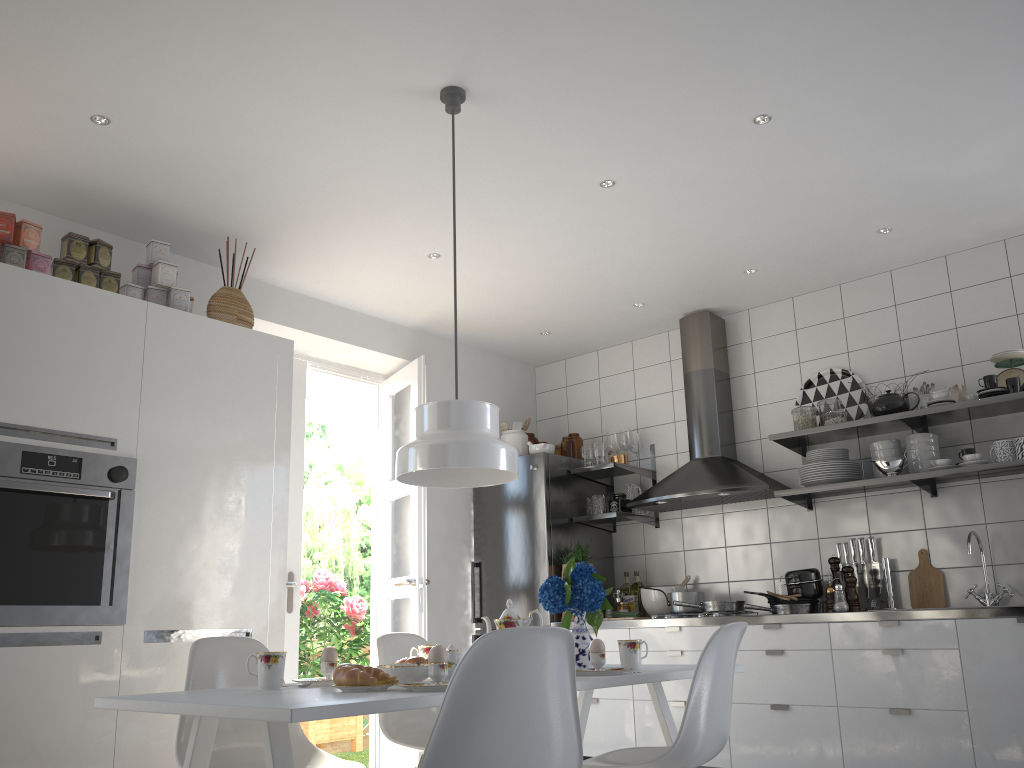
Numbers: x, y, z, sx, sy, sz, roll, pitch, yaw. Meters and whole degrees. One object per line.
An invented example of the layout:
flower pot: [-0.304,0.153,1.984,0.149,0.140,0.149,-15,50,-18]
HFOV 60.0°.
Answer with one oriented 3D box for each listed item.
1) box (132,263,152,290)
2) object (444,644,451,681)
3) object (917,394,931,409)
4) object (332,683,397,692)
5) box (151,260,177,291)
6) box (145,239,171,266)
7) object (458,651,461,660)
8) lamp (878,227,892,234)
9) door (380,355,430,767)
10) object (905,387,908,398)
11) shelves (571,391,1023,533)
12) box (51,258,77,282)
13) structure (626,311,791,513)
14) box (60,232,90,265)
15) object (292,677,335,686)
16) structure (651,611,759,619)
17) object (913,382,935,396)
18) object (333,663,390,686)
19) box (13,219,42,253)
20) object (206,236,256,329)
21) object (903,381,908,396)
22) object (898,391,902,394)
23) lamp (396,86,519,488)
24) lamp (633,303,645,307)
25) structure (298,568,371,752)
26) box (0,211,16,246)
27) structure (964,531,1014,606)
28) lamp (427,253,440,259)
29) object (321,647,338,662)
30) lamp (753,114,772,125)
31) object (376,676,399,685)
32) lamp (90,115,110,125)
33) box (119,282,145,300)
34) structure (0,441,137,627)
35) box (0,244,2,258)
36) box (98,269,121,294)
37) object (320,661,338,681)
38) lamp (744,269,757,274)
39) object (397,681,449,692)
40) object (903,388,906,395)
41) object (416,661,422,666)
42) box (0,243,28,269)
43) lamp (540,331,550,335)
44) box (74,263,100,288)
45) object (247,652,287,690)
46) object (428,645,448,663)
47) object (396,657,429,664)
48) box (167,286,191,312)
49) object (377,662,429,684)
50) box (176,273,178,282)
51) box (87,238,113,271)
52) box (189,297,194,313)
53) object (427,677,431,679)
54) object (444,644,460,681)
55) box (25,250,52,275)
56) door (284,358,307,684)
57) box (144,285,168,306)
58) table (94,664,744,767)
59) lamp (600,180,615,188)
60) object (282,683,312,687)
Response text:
box: [-1.539,-0.433,3.701,0.081,0.110,0.081,10,-18,-38]
object: [-0.165,0.759,2.407,0.069,0.101,0.065,-14,-19,39]
object: [2.008,0.118,4.281,0.084,0.129,0.084,-6,-15,18]
object: [-0.359,0.739,2.157,0.158,0.015,0.159,-4,-16,10]
box: [-1.442,-0.444,3.671,0.081,0.110,0.081,12,-20,-43]
box: [-1.491,-0.538,3.729,0.081,0.110,0.081,10,-18,-38]
object: [-0.157,0.809,2.551,0.187,0.083,0.141,-14,-20,39]
lamp: [1.748,-0.728,4.154,0.064,0.030,0.064,-11,-18,32]
door: [-0.623,1.029,4.987,0.157,2.305,0.606,6,-16,-28]
object: [1.926,0.110,4.364,0.063,0.188,0.023,-7,-15,22]
shelves: [1.435,0.389,4.609,2.552,0.507,0.429,-15,-19,39]
box: [-1.707,-0.408,3.366,0.081,0.110,0.081,8,-17,-33]
structure: [1.042,0.119,4.989,0.872,1.083,0.474,-14,-18,39]
box: [-1.680,-0.512,3.402,0.081,0.110,0.081,-14,-19,39]
object: [-0.514,0.835,2.486,0.201,0.015,0.203,0,-16,-4]
structure: [1.008,1.211,4.646,0.469,0.028,0.492,-15,-20,39]
object: [2.009,0.080,4.303,0.105,0.201,0.077,-13,-18,37]
object: [-0.375,0.714,2.173,0.124,0.057,0.162,-3,-15,5]
box: [-1.807,-0.540,3.291,0.081,0.110,0.081,-10,-17,30]
object: [-1.227,-0.421,3.886,0.091,0.448,0.230,-13,-18,40]
object: [1.931,0.098,4.390,0.086,0.224,0.027,-8,-15,23]
object: [1.910,0.119,4.387,0.081,0.185,0.023,10,-18,-39]
lamp: [-0.183,-0.349,2.852,0.373,1.311,0.376,3,-14,-17]
lamp: [0.718,-0.458,5.021,0.064,0.030,0.064,-11,-18,32]
structure: [-1.427,1.980,6.380,1.268,1.268,1.181,-14,-19,40]
box: [-1.851,-0.560,3.217,0.081,0.110,0.081,6,-16,-28]
structure: [2.137,0.837,3.978,0.189,0.349,0.276,-6,-15,17]
lamp: [-0.379,-0.630,4.295,0.064,0.030,0.064,-11,-18,32]
object: [-0.515,0.773,2.500,0.048,0.062,0.048,12,-20,-43]
lamp: [0.907,-0.969,3.212,0.064,0.030,0.064,-11,-18,32]
object: [-0.327,0.727,2.149,0.109,0.036,0.071,-1,-15,-1]
lamp: [-1.442,-0.934,3.104,0.064,0.030,0.064,-11,-18,32]
box: [-1.554,-0.344,3.611,0.081,0.110,0.081,-14,-19,39]
structure: [-1.660,0.554,3.165,0.323,0.604,0.730,-13,-19,39]
box: [-1.878,-0.460,3.166,0.081,0.110,0.081,3,-15,-19]
box: [-1.588,-0.380,3.478,0.081,0.110,0.081,10,-18,-38]
object: [-0.514,0.809,2.491,0.048,0.057,0.048,1,-15,-8]
lamp: [1.233,-0.593,4.588,0.064,0.030,0.064,-11,-18,32]
object: [-0.176,0.723,2.118,0.201,0.015,0.202,9,-19,-33]
object: [1.902,0.112,4.354,0.090,0.179,0.023,-5,-14,13]
object: [-0.251,0.758,2.379,0.031,0.031,0.139,0,-16,-5]
box: [-1.826,-0.442,3.233,0.081,0.110,0.081,12,-20,-43]
lamp: [0.204,-0.323,5.455,0.064,0.030,0.064,-11,-18,32]
box: [-1.647,-0.396,3.418,0.081,0.110,0.081,-14,-19,39]
object: [-0.638,0.755,2.331,0.091,0.094,0.079,-9,-16,26]
object: [-0.178,0.661,2.133,0.048,0.062,0.048,12,-20,-43]
object: [-0.283,0.854,2.683,0.161,0.057,0.125,-3,-15,5]
box: [-1.379,-0.335,3.663,0.081,0.110,0.081,8,-17,-33]
object: [-0.289,0.788,2.417,0.158,0.058,0.159,-11,-18,29]
box: [-1.464,-0.420,3.755,0.081,0.110,0.081,5,-16,-23]
box: [-1.619,-0.497,3.460,0.081,0.110,0.081,-7,-15,20]
box: [-1.396,-0.311,3.747,0.081,0.110,0.081,8,-17,-33]
object: [-0.273,0.885,2.690,0.158,0.015,0.159,-4,-16,10]
object: [-0.159,0.741,2.342,0.069,0.101,0.065,-14,-19,39]
box: [-1.773,-0.426,3.297,0.081,0.110,0.081,-12,-17,34]
door: [-1.353,0.938,4.589,0.157,2.305,0.605,-13,-18,39]
box: [-1.469,-0.336,3.648,0.081,0.110,0.081,8,-17,-33]
table: [-0.112,1.180,2.516,0.817,0.654,1.835,-14,-20,39]
lamp: [0.392,-0.833,3.646,0.064,0.030,0.064,-11,-18,32]
object: [-0.590,0.816,2.403,0.140,0.011,0.032,-13,-19,36]
